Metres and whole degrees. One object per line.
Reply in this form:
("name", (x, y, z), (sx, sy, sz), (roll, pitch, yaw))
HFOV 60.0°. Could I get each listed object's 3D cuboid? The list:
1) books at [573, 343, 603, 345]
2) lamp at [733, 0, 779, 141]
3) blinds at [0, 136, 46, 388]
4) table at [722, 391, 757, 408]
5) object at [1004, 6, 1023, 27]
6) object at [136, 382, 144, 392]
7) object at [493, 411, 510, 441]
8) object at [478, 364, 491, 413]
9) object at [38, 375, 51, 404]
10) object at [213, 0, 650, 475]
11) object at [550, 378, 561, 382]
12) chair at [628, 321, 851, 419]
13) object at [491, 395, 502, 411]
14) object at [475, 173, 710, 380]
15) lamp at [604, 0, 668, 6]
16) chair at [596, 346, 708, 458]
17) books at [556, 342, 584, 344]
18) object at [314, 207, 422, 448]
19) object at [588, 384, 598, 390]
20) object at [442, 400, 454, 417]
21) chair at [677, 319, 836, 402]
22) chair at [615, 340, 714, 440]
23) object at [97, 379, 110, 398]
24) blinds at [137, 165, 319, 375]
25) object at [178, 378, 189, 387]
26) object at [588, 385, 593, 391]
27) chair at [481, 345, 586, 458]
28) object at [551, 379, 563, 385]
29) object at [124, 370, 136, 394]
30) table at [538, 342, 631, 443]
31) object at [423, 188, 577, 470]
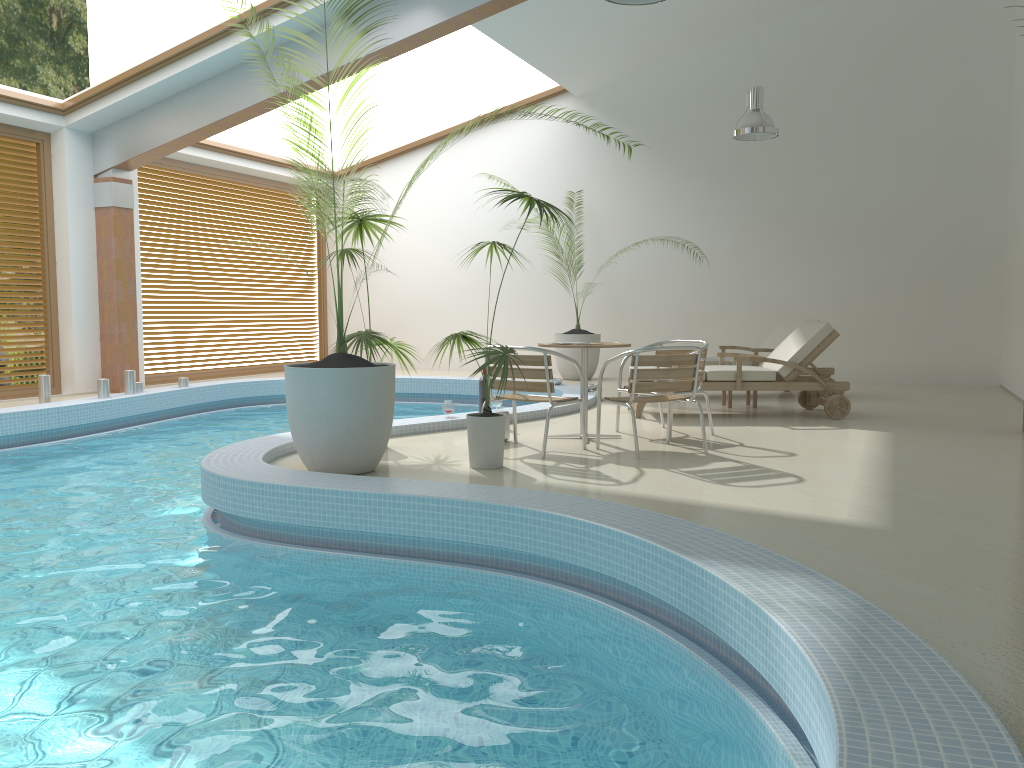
("books", (0.536, -0.299, 6.597), (0.241, 0.004, 0.166), (-2, 5, -25))
("lamp", (2.741, -3.758, 9.902), (0.506, 1.958, 0.505), (2, 5, 23))
("blinds", (-6.318, -1.208, 8.569), (0.095, 2.921, 4.200), (2, 5, 23))
("table", (2.298, 0.100, 8.964), (0.283, 0.255, 0.320), (0, 5, 2))
("object", (1.180, -0.642, 1.434), (2.729, 2.960, 2.979), (-1, 5, -11))
("object", (-4.139, 0.035, 9.814), (0.115, 0.107, 0.115), (-2, 5, -18))
("object", (-0.140, 0.319, 6.544), (0.081, 0.223, 0.272), (4, 6, 43))
("object", (-0.236, 0.043, 7.620), (0.109, 0.435, 0.109), (-3, 6, -32))
("object", (-4.800, 0.068, 9.108), (0.115, 0.320, 0.115), (-2, 5, -18))
("object", (-0.987, -0.968, 5.461), (2.979, 2.960, 2.729), (4, 6, 40))
("object", (0.529, -0.038, 10.840), (0.140, 0.069, 0.140), (-1, 5, -8))
("chair", (2.076, -0.151, 8.290), (1.903, 0.866, 0.861), (0, 5, 2))
("object", (-0.138, 0.167, 7.947), (0.102, 0.137, 0.102), (3, 6, 32))
("object", (1.038, -1.533, 12.298), (2.979, 2.960, 2.729), (-1, 5, -12))
("lamp", (0.781, -3.381, 5.360), (0.506, 1.958, 0.505), (2, 5, 23))
("chair", (0.960, 0.093, 6.116), (0.618, 0.727, 0.563), (-2, 5, -24))
("books", (0.439, -0.307, 6.638), (0.241, 0.004, 0.166), (-2, 5, -25))
("object", (-1.053, -0.397, 6.292), (0.791, 1.695, 1.059), (1, 5, 10))
("object", (0.997, 0.039, 10.860), (0.140, 0.069, 0.140), (-1, 5, -8))
("object", (-0.536, 0.209, 7.445), (0.102, 0.137, 0.102), (3, 6, 32))
("chair", (2.592, -0.292, 9.995), (1.903, 0.866, 0.861), (-1, 5, -15))
("chair", (1.191, 0.023, 6.957), (0.563, 0.727, 0.618), (-3, 6, -34))
("object", (-4.216, 0.046, 9.151), (0.115, 0.194, 0.115), (-2, 5, -26))
("blinds", (-4.268, -1.602, 13.319), (0.095, 2.921, 4.414), (2, 5, 23))
("object", (-3.880, -0.019, 10.472), (0.115, 0.107, 0.115), (-2, 5, -18))
("object", (0.825, 0.048, 9.787), (0.140, 0.069, 0.140), (-1, 5, -8))
("chair", (0.138, 0.089, 6.178), (0.618, 0.727, 0.563), (3, 6, 35))
("object", (0.542, -0.023, 10.658), (0.140, 0.069, 0.140), (-1, 5, -8))
("object", (-4.123, -0.019, 9.570), (0.115, 0.254, 0.115), (-2, 5, -26))
("table", (0.546, 0.054, 6.717), (0.700, 0.720, 0.700), (4, 6, 42))
("object", (-0.073, -0.329, 5.447), (0.791, 1.695, 1.059), (-3, 5, -31))
